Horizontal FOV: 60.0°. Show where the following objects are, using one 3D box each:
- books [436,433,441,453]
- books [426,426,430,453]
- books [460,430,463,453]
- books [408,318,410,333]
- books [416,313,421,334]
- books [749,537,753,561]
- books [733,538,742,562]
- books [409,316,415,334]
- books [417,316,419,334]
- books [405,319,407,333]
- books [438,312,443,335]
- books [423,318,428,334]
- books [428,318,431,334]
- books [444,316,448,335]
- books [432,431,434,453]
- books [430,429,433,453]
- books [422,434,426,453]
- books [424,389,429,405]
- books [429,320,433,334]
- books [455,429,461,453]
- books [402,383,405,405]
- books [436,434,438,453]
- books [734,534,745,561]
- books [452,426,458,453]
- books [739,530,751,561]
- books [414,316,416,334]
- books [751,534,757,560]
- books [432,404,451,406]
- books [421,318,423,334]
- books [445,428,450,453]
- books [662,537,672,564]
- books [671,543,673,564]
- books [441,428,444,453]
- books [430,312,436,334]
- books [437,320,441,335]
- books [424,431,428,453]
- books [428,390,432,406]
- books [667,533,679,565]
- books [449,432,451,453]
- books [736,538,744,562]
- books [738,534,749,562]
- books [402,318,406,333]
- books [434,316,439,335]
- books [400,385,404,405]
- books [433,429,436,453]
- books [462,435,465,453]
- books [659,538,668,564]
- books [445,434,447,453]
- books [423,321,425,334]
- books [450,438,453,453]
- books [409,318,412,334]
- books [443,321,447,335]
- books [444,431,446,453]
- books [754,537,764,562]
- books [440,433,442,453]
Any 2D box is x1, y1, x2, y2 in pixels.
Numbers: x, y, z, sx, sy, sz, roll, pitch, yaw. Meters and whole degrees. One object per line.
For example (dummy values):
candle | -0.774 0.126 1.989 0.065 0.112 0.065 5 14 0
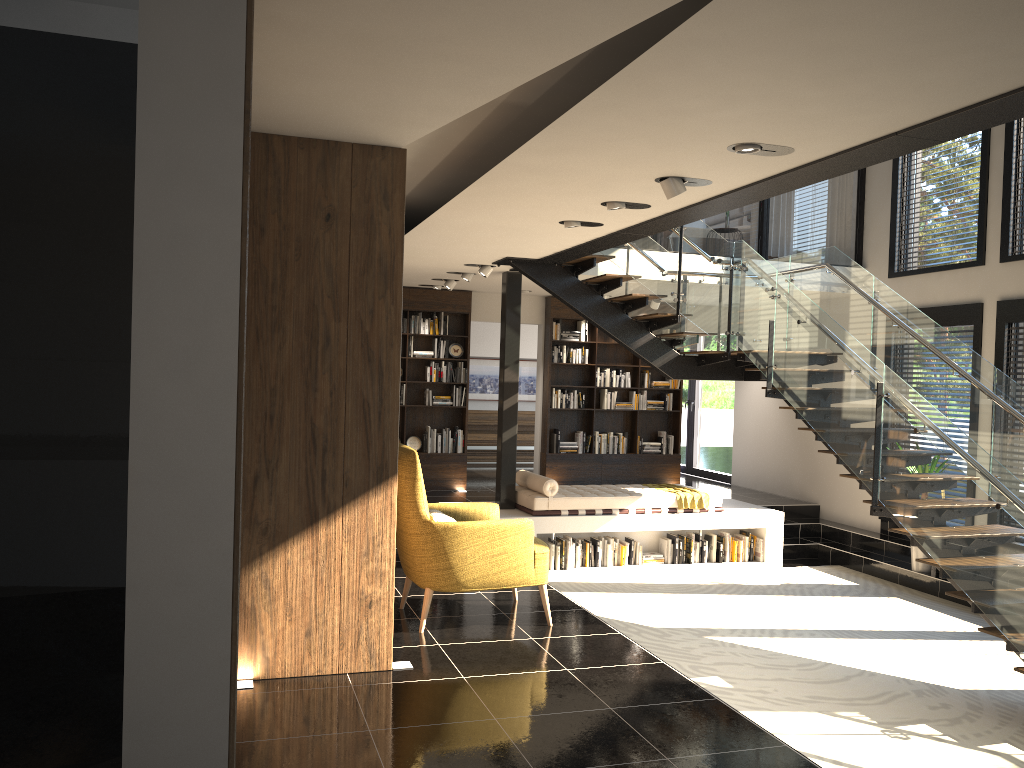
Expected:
books | -0.991 0.794 11.929 0.037 0.256 0.145 1 1 -18
books | -1.125 0.738 11.854 0.017 0.359 0.189 1 1 -18
books | -0.702 0.777 12.011 0.029 0.306 0.149 1 1 -18
books | -1.393 -0.774 11.808 0.023 0.213 0.194 1 1 -18
books | -1.240 -0.801 11.768 0.011 0.276 0.287 1 1 -18
books | 2.715 1.890 10.217 0.030 0.273 0.185 1 1 -18
books | 2.570 1.899 10.154 0.024 0.246 0.211 1 1 -18
books | -1.336 -0.784 11.791 0.033 0.237 0.231 1 1 -18
books | -1.277 -0.784 11.805 0.035 0.241 0.208 1 1 -18
books | -1.424 -0.765 11.773 0.024 0.194 0.182 1 1 -18
books | -0.962 -0.806 11.883 0.017 0.302 0.266 1 1 -18
books | -1.162 -0.766 11.857 0.034 0.211 0.205 1 1 -18
books | -1.131 -0.771 11.883 0.042 0.223 0.163 1 1 -18
books | -0.892 -0.784 11.920 0.013 0.262 0.217 1 1 -18
books | -1.072 0.775 11.919 0.019 0.289 0.145 1 1 -18
books | -1.089 0.760 11.911 0.019 0.317 0.122 1 1 -18
books | -1.184 0.794 11.889 0.023 0.245 0.135 1 1 -18
books | -1.150 0.175 11.887 0.028 0.224 0.161 1 1 -18
books | -1.097 -0.754 11.893 0.029 0.191 0.177 1 1 -18
books | -0.734 0.772 12.008 0.035 0.315 0.168 1 1 -18
books | -1.441 0.135 11.751 0.018 0.286 0.157 1 1 -18
books | -1.031 0.795 11.937 0.034 0.250 0.114 1 1 -18
books | 2.611 1.881 10.200 0.039 0.284 0.199 1 1 -18
books | -0.780 0.751 11.988 0.065 0.354 0.164 1 1 -18
books | 2.678 1.861 10.216 0.042 0.328 0.205 1 1 -18
books | -1.308 -0.780 11.779 0.014 0.231 0.280 1 1 -18
books | 2.763 1.884 10.251 0.043 0.287 0.147 1 1 -17
books | -0.961 0.282 11.945 0.245 0.021 0.159 2 0 -16
books | -1.226 -0.766 11.846 0.027 0.207 0.203 1 1 -18
books | -0.877 0.759 11.954 0.016 0.332 0.195 1 1 -18
books | 1.729 1.862 9.910 0.030 0.273 0.168 1 1 -18
books | 1.750 1.886 9.934 0.027 0.226 0.165 1 1 -18
books | -0.939 0.762 11.934 0.012 0.322 0.177 1 1 -18
books | -1.061 -0.809 11.858 0.015 0.303 0.251 1 1 -18
books | -0.993 -0.754 11.913 0.021 0.197 0.200 1 1 -18
books | -1.159 0.778 11.889 0.024 0.278 0.135 1 1 -18
books | -1.111 0.185 11.870 0.036 0.206 0.215 1 1 -18
books | 1.793 1.842 9.917 0.043 0.316 0.209 1 1 -18
books | -0.861 0.779 11.959 0.018 0.292 0.191 1 1 -18
books | 2.590 1.899 10.166 0.021 0.248 0.197 1 1 -18
books | 2.648 1.882 10.192 0.028 0.285 0.210 1 1 -18
books | -1.437 -0.770 11.734 0.023 0.202 0.201 1 1 -18
books | -1.037 -0.781 11.910 0.064 0.247 0.209 1 1 -18
books | -1.472 0.146 11.767 0.032 0.262 0.157 1 1 -18
books | -1.049 0.760 11.909 0.019 0.321 0.161 1 1 -18
books | -0.679 0.807 12.031 0.029 0.247 0.139 1 1 -18
books | 1.694 1.866 9.927 0.026 0.263 0.156 1 1 -18
books | -0.902 0.799 11.967 0.022 0.250 0.144 1 1 -18
books | -1.196 -0.747 11.852 0.034 0.171 0.158 1 1 -18
books | -0.837 0.828 12.001 0.032 0.195 0.134 1 1 -18
books | -1.358 -0.768 11.771 0.021 0.204 0.224 1 1 -18
books | -0.919 -0.747 11.936 0.027 0.186 0.220 1 1 -18
books | -0.922 0.781 11.944 0.029 0.286 0.137 1 1 -18
books | 2.812 1.897 10.228 0.037 0.264 0.272 1 1 -18
books | -0.965 0.792 11.952 0.025 0.260 0.114 1 1 -18
